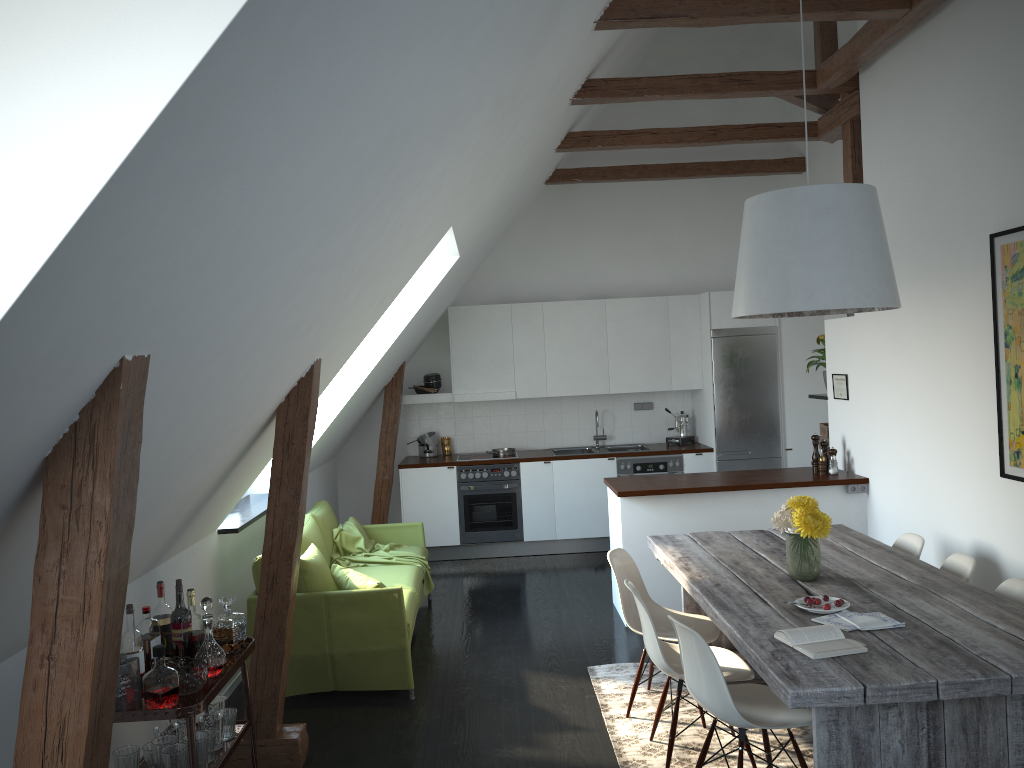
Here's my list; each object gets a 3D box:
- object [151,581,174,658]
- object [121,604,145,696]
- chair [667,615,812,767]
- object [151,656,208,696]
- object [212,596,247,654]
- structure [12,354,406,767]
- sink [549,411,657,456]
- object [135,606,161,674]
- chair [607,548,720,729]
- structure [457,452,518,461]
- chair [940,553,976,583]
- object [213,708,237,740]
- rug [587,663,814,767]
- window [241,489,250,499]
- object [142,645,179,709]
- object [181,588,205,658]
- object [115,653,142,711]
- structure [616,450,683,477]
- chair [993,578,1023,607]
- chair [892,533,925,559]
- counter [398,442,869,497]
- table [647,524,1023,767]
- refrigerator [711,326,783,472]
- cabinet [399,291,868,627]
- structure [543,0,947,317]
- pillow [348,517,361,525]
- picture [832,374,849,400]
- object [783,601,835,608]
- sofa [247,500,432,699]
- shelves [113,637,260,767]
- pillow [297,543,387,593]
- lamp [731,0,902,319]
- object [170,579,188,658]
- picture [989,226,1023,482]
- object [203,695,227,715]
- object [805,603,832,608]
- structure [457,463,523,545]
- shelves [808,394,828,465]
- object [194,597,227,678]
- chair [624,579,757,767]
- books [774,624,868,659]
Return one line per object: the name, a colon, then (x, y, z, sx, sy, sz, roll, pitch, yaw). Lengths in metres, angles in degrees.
object: (-1.376, 0.929, 3.491, 0.081, 0.308, 0.081, -3, 1, -10)
object: (-1.327, 0.930, 3.098, 0.073, 0.320, 0.073, -3, 1, -11)
chair: (0.895, 1.277, 3.427, 0.542, 0.801, 0.465, -3, 1, -16)
object: (-1.173, 1.034, 3.131, 0.245, 0.092, 0.151, -2, 2, 27)
object: (-1.137, 0.961, 3.561, 0.101, 0.211, 0.101, -3, 1, 14)
structure: (-1.291, 0.850, 2.264, 1.023, 1.963, 12.350, -3, 1, -1)
sink: (0.855, 0.526, 8.577, 0.963, 0.519, 0.671, -3, 1, -1)
object: (-1.355, 0.958, 3.302, 0.067, 0.257, 0.099, -3, 1, 4)
chair: (0.778, 1.256, 4.521, 0.542, 0.801, 0.465, -2, 2, 24)
structure: (-0.233, 0.711, 8.478, 0.574, 0.041, 0.504, -3, 1, -1)
chair: (1.880, 1.209, 4.154, 0.542, 0.801, 0.465, -3, 1, 4)
object: (-1.116, 1.328, 3.456, 0.092, 0.099, 0.092, -4, 2, -24)
rug: (1.417, 1.632, 3.876, 1.898, 0.022, 2.677, -3, 1, -2)
window: (1.008, -1.378, 2.429, 5.959, 4.249, 8.018, -3, 1, -1)
object: (-1.178, 0.981, 2.972, 0.087, 0.206, 0.087, -2, 2, 24)
object: (-1.203, 0.925, 3.343, 0.081, 0.307, 0.081, -3, 1, 4)
object: (-1.311, 1.002, 2.981, 0.052, 0.182, 0.135, -2, 2, 35)
structure: (1.285, 1.022, 8.455, 0.612, 0.725, 0.582, -3, 1, -1)
chair: (1.883, 1.222, 3.618, 0.542, 0.801, 0.465, -3, 1, -6)
chair: (1.868, 1.198, 4.627, 0.542, 0.801, 0.465, -3, 1, -1)
counter: (0.654, 0.695, 7.395, 3.365, 0.038, 3.085, -3, 1, -1)
table: (1.385, 1.248, 3.885, 1.141, 0.788, 2.421, -3, 1, -1)
refrigerator: (2.185, 0.413, 8.205, 0.609, 1.868, 0.031, -3, 1, -1)
cabinet: (1.069, 0.393, 7.424, 4.208, 2.369, 3.033, -3, 1, -1)
structure: (3.678, -2.160, 0.653, 10.230, 3.562, 15.910, -3, 1, 4)
pillow: (-1.170, 1.158, 6.604, 0.210, 0.275, 0.462, -3, 1, -4)
picture: (2.328, 0.020, 6.281, 0.023, 0.182, 0.250, -3, 1, -1)
object: (1.153, 0.857, 3.447, 0.194, 0.022, 0.019, -3, 1, 14)
sofa: (-1.048, 1.305, 5.853, 0.898, 0.825, 2.093, -3, 1, -3)
shelves: (-1.216, 1.423, 3.292, 0.438, 0.732, 0.803, -3, 1, -5)
pillow: (-0.937, 1.123, 5.083, 0.600, 0.387, 0.475, -3, 1, -4)
lamp: (1.261, -1.711, 3.831, 0.757, 2.813, 0.697, -4, 2, -42)
object: (-1.269, 0.914, 3.403, 0.080, 0.329, 0.080, -3, 1, -11)
picture: (2.369, -0.126, 3.906, 0.036, 1.181, 0.808, -3, 1, -1)
object: (-1.185, 1.319, 3.542, 0.095, 0.119, 0.095, -4, 2, -40)
object: (1.192, 0.862, 3.453, 0.110, 0.011, 0.058, -3, 1, 2)
structure: (-0.210, 1.101, 8.502, 0.583, 0.725, 0.749, -3, 1, -1)
shelves: (2.668, 0.347, 6.755, 0.660, 0.553, 0.408, -3, 1, -1)
object: (-1.115, 0.929, 3.262, 0.114, 0.292, 0.114, -4, 2, -29)
chair: (0.791, 1.270, 3.944, 0.542, 0.801, 0.465, -3, 1, -1)
books: (1.055, 0.875, 3.046, 0.202, 0.042, 0.251, -3, 1, -13)
